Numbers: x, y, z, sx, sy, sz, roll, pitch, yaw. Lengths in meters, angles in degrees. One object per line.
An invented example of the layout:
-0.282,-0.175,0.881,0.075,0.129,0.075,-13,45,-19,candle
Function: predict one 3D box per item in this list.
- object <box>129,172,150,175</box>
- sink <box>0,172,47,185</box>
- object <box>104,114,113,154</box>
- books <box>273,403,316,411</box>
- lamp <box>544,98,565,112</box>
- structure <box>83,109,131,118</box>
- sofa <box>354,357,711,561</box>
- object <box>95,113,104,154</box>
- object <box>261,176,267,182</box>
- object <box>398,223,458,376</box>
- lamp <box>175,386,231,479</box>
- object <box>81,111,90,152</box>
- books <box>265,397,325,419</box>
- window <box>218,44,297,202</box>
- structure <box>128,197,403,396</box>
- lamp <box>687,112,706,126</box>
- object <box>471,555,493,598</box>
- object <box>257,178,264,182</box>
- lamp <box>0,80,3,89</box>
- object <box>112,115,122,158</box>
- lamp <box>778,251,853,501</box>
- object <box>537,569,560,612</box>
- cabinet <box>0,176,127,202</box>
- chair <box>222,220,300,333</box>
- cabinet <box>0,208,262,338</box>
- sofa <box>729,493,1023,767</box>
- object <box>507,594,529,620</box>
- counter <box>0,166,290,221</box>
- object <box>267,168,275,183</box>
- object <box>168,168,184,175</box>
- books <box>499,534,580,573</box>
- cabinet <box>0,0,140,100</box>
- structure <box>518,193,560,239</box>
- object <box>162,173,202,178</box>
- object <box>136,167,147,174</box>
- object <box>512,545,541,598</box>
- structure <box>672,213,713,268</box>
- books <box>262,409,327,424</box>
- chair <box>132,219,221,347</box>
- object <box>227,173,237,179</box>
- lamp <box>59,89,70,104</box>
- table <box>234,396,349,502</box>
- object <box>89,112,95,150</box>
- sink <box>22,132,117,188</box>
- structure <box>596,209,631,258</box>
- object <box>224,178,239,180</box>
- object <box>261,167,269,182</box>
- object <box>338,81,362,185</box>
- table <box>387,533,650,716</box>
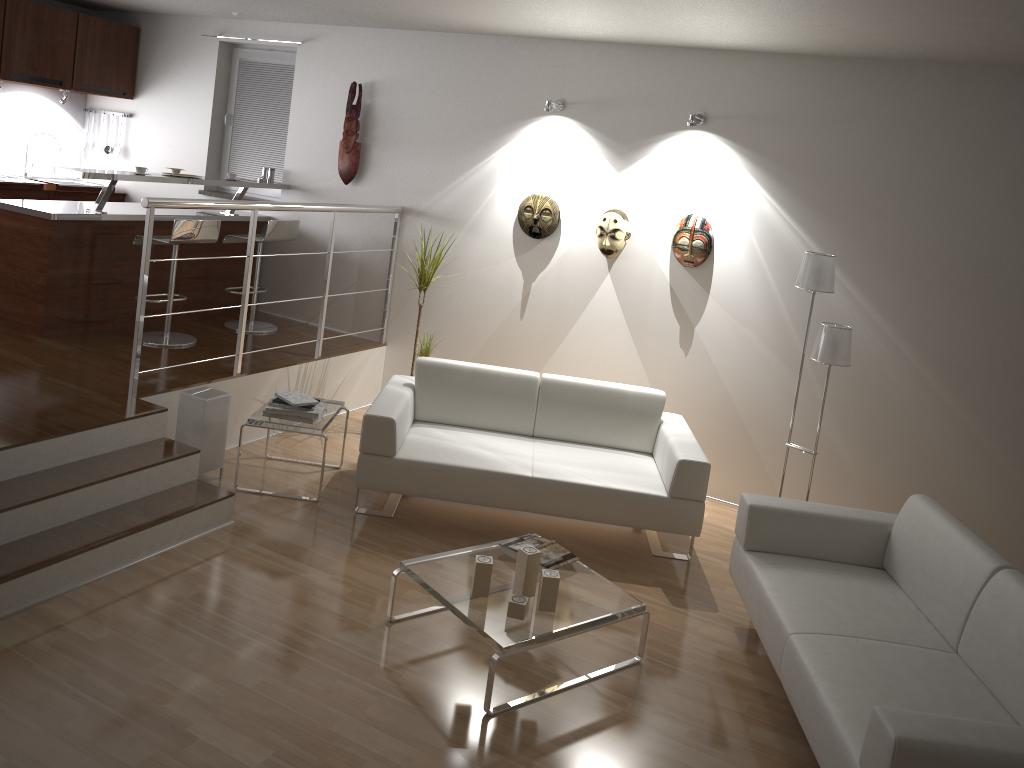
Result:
-2.474,-1.392,5.803,0.142,0.008,0.131,15,16,27,object
-4.229,-1.601,7.082,0.608,0.196,0.607,14,14,25,sink
-3.614,-2.250,7.891,0.092,0.359,0.043,11,6,25,object
-1.185,0.108,4.810,0.216,0.014,0.156,7,14,-5,books
0.277,-1.873,5.878,0.081,0.106,0.193,12,12,25,lamp
-3.661,-2.454,7.923,0.605,0.033,0.049,15,13,26,structure
0.111,0.365,4.854,1.782,0.726,0.927,8,11,1,sofa
-3.724,-2.266,7.922,0.108,0.371,0.020,11,6,26,object
-1.972,-1.633,6.966,0.051,0.044,0.052,5,11,-17,object
-0.635,-0.357,5.866,0.448,1.448,0.502,12,8,38,object
-1.683,0.280,4.749,0.201,0.472,0.193,11,7,25,lamp
-3.893,-2.306,7.999,0.065,0.375,0.033,10,6,26,object
-1.188,0.128,4.812,0.287,0.026,0.233,7,14,-5,books
-2.095,-2.190,7.345,0.854,1.245,0.142,12,6,26,window
-1.427,-0.634,5.563,0.058,1.028,2.351,10,12,25,structure
1.142,-1.649,5.448,0.081,0.106,0.193,12,12,25,lamp
-0.115,0.741,3.406,0.067,0.148,0.068,7,7,-4,object
-1.998,-1.623,6.965,0.051,0.019,0.051,15,14,27,object
-4.020,-2.315,6.831,0.079,0.122,0.082,4,9,-25,lamp
-3.516,-2.210,7.817,0.072,0.375,0.024,10,6,26,object
1.606,0.127,4.744,0.208,1.642,0.372,3,8,-44,lamp
0.141,0.787,3.363,0.067,0.148,0.068,7,7,-4,object
-4.577,-1.162,6.474,0.689,0.781,3.546,12,14,24,cabinet
-1.888,-0.831,6.518,0.430,0.833,0.390,11,7,21,chair
-2.758,-0.873,6.407,0.641,0.734,1.870,12,13,25,cabinet
1.437,0.969,3.153,0.906,0.723,1.826,8,13,0,sofa
0.022,0.829,3.282,0.067,0.073,0.068,10,9,10,object
-2.573,-1.395,6.427,0.849,0.312,2.128,14,15,24,counter
-1.926,-1.669,7.005,0.053,0.110,0.053,9,7,9,object
-2.368,-1.500,6.195,0.131,0.041,0.141,14,15,26,object
0.117,0.726,3.780,0.298,0.055,0.204,19,17,39,books
-4.213,-2.692,6.699,0.658,0.622,2.751,12,14,24,cabinet
0.170,-1.151,6.004,0.321,0.310,0.069,13,7,26,structure
-2.351,-1.490,6.256,0.221,0.010,0.312,15,16,27,object
-2.460,-1.415,5.813,0.079,0.045,0.069,3,12,-20,object
0.059,0.733,3.442,0.067,0.193,0.068,3,8,-39,object
1.131,-0.908,5.532,0.268,0.348,0.075,12,7,26,structure
-1.192,0.155,4.814,0.288,0.026,0.232,9,14,5,books
-2.243,-0.702,5.807,0.432,0.833,0.390,12,8,30,chair
-2.110,-1.564,6.598,0.079,0.045,0.069,2,13,-27,object
-3.760,-2.409,7.350,0.079,0.122,0.082,4,9,-25,lamp
-1.221,0.339,4.927,0.464,0.392,0.563,8,11,0,table
-3.827,-2.295,7.981,0.033,0.371,0.008,10,6,26,object
-3.910,-1.891,7.652,0.608,0.568,0.679,12,11,25,sink
0.643,-0.984,5.741,0.246,0.323,0.130,12,8,26,structure
-2.116,-1.539,6.588,0.140,0.008,0.132,9,14,5,object
-1.981,-1.680,7.025,0.053,0.107,0.053,9,7,9,object
-1.225,-1.909,6.683,0.150,0.776,0.154,6,6,-20,object
0.024,0.925,3.557,0.794,0.244,0.718,-3,17,-38,table
